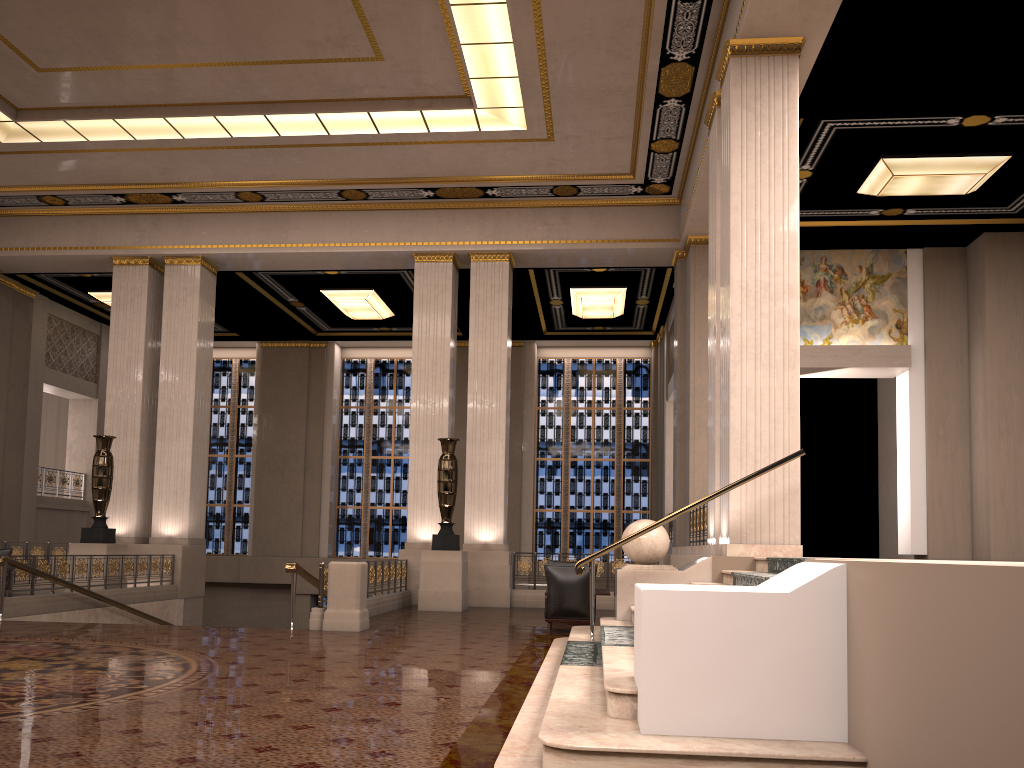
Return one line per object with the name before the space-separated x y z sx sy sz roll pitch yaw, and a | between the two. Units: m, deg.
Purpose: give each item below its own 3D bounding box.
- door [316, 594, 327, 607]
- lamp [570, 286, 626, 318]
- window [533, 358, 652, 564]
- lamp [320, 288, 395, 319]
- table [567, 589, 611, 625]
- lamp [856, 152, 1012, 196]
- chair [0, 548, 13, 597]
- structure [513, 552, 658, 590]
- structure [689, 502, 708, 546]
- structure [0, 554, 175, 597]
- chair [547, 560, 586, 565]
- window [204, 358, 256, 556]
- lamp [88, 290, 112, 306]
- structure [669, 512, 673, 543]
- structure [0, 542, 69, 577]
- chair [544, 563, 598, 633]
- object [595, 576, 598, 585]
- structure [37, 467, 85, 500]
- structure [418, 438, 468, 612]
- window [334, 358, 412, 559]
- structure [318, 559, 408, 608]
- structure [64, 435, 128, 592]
door | -4.403 6.762 22.659 1.491 2.700 0.156 1 -4 6
lamp | 1.888 -1.753 19.329 1.167 0.212 2.045 0 -11 5
window | 2.094 1.967 22.881 2.987 5.312 0.070 1 -4 6
lamp | -3.438 -1.765 19.840 1.167 0.212 2.045 0 -11 5
table | 0.965 3.150 12.524 0.838 0.431 1.496 0 -10 5
lamp | 5.983 -2.940 12.604 1.715 0.212 1.184 0 -11 5
chair | -8.994 3.248 15.179 0.650 0.836 0.723 5 -8 -29
structure | 1.280 3.307 15.493 2.534 0.649 0.032 0 -4 5
structure | 2.722 2.000 12.514 0.032 0.617 3.746 1 -11 6
structure | -6.282 2.850 13.314 0.079 0.530 5.006 1 -11 6
chair | 0.894 3.271 14.234 0.647 0.836 0.726 1 -7 1
window | -8.240 1.944 23.872 2.987 5.312 0.070 1 -4 6
lamp | -8.673 -1.777 20.342 1.167 0.212 2.045 0 -11 5
structure | 3.472 3.070 18.924 0.031 0.660 2.185 1 -10 6
structure | -9.115 3.283 16.489 2.534 0.649 0.032 0 -4 6
chair | 0.722 2.620 10.806 0.647 0.836 0.726 1 -7 5
object | 0.958 2.745 12.541 0.504 0.372 0.529 -5 -11 37
structure | -10.486 2.302 20.319 0.031 0.660 2.185 1 -10 6
structure | -1.083 2.283 14.381 0.700 2.764 0.707 1 -5 6
window | -3.161 1.955 23.385 2.987 5.312 0.070 1 -4 6
structure | -2.069 2.860 12.910 0.079 0.530 5.006 1 -11 5
structure | -6.984 2.269 14.947 0.700 2.764 0.707 1 -5 6
